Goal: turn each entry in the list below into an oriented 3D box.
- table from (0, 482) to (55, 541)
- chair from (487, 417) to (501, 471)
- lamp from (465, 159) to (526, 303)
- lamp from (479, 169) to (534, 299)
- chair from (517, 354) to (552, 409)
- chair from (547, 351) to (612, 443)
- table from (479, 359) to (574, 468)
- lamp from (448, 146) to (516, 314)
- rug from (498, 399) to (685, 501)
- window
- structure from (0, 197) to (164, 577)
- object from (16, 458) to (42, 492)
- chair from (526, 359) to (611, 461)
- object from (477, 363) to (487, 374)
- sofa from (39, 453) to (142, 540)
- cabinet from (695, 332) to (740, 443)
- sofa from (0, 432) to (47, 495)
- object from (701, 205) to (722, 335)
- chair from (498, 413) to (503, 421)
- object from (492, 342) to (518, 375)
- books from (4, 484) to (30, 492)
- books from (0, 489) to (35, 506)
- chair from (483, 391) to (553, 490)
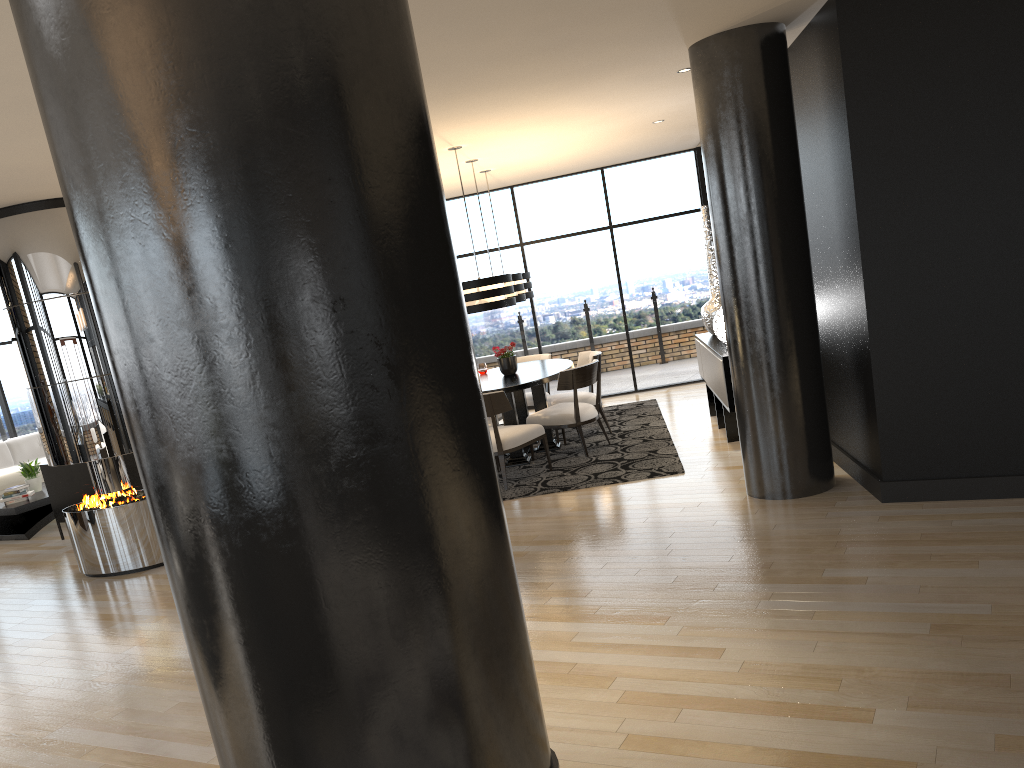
[{"bbox_3d":[-4.933,1.270,9.884,1.269,0.357,1.994,-7,8,30],"label":"table"},{"bbox_3d":[-0.456,0.409,8.029,0.616,0.819,0.632,-10,10,1],"label":"chair"},{"bbox_3d":[-0.248,-1.386,8.153,0.537,1.351,0.525,-9,11,7],"label":"lamp"},{"bbox_3d":[-0.152,-1.502,9.023,0.537,1.351,0.525,-9,11,7],"label":"lamp"},{"bbox_3d":[0.143,0.134,9.470,0.645,0.819,0.604,-5,11,28],"label":"chair"},{"bbox_3d":[0.635,0.129,8.704,0.615,0.819,0.634,-12,10,-6],"label":"chair"},{"bbox_3d":[0.053,0.286,8.442,1.212,0.781,2.070,-9,7,9],"label":"table"},{"bbox_3d":[-0.345,-1.269,7.282,0.537,1.351,0.525,-9,11,7],"label":"lamp"},{"bbox_3d":[0.141,0.648,8.577,2.722,0.011,3.660,-10,6,7],"label":"rug"},{"bbox_3d":[-4.159,-0.601,4.776,10.161,4.861,15.600,-8,7,17],"label":"window"},{"bbox_3d":[-3.215,0.075,6.671,0.895,2.788,0.574,-7,12,18],"label":"structure"},{"bbox_3d":[-5.184,0.986,9.529,0.284,0.376,0.212,-12,10,-6],"label":"object"},{"bbox_3d":[0.513,0.239,7.936,0.618,0.819,0.631,-4,12,35],"label":"chair"},{"bbox_3d":[-0.299,-0.155,8.901,0.095,0.108,0.093,-7,10,19],"label":"object"},{"bbox_3d":[-3.582,0.878,9.055,0.841,0.816,1.994,-5,9,30],"label":"sofa"},{"bbox_3d":[2.081,-0.024,7.851,0.612,0.778,2.200,-9,7,8],"label":"cabinet"},{"bbox_3d":[-6.218,1.170,10.575,0.858,0.868,2.645,-5,9,30],"label":"sofa"},{"bbox_3d":[1.923,-1.084,8.420,0.344,1.229,0.336,-7,12,16],"label":"object"},{"bbox_3d":[-0.398,0.303,8.872,0.618,0.819,0.630,-7,10,17],"label":"chair"},{"bbox_3d":[-0.058,-0.235,8.344,0.229,0.303,0.233,-9,10,10],"label":"object"},{"bbox_3d":[-5.072,1.065,9.046,0.185,0.027,0.152,-8,7,21],"label":"books"},{"bbox_3d":[-5.075,1.143,9.060,0.305,0.128,0.222,-13,8,-21],"label":"books"},{"bbox_3d":[-0.143,0.435,7.287,0.644,0.819,0.605,-4,12,36],"label":"chair"}]
